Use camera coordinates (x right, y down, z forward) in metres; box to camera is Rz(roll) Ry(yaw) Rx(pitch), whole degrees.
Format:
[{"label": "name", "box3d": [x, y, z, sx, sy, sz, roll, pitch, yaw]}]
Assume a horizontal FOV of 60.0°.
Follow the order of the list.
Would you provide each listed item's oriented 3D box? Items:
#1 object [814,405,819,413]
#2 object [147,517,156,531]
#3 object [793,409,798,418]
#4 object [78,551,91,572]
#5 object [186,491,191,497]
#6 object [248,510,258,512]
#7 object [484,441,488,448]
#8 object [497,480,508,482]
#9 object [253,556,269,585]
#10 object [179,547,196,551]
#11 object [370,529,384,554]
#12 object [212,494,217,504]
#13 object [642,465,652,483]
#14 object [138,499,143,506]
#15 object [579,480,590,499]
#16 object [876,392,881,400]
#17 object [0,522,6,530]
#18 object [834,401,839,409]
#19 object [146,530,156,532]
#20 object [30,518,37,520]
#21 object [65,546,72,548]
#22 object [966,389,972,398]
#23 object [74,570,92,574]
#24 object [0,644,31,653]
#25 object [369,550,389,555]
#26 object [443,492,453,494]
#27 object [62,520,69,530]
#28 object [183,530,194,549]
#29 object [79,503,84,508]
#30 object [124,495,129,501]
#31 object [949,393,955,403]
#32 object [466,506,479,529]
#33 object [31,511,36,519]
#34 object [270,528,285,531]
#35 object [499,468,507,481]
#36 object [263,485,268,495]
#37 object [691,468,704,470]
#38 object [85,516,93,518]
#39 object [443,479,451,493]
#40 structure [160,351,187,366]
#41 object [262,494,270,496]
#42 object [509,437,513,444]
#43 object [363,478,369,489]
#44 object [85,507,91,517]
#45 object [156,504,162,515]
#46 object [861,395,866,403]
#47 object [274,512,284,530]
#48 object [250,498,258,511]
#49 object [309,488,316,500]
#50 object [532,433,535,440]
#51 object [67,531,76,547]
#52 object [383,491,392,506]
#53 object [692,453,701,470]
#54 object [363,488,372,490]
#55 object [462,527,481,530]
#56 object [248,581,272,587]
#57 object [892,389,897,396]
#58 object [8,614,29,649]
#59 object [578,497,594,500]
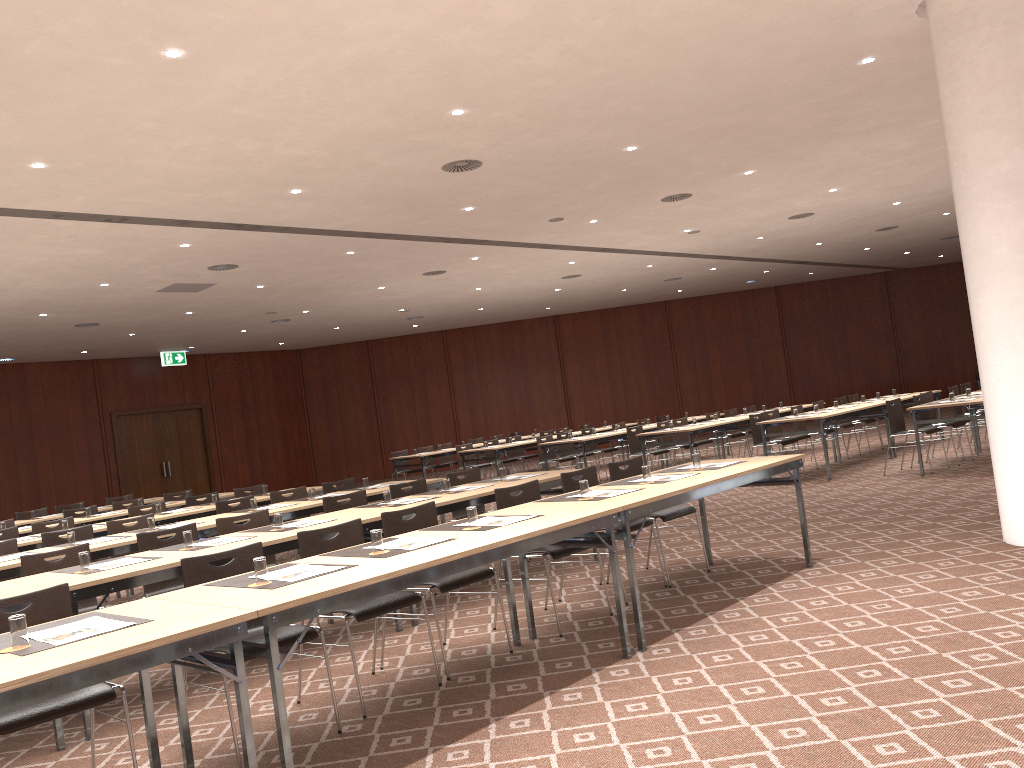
[{"label": "object", "box3d": [4.262, 0.351, 12.424, 0.054, 0.114, 0.054, -8, -1, 32]}, {"label": "object", "box3d": [-3.079, 1.195, 7.574, 0.054, 0.114, 0.054, -7, -1, -13]}, {"label": "object", "box3d": [3.826, 0.395, 11.951, 0.054, 0.114, 0.054, -8, -1, 32]}, {"label": "object", "box3d": [-2.526, 1.049, 5.241, 0.054, 0.114, 0.054, -7, -1, -13]}, {"label": "object", "box3d": [-4.370, 1.503, 11.975, 0.054, 0.114, 0.054, -8, -1, 10]}, {"label": "object", "box3d": [-2.411, 1.184, 8.268, 0.102, 0.001, 0.102, -9, -2, 32]}, {"label": "object", "box3d": [-0.469, 1.101, 16.085, 0.054, 0.114, 0.054, -8, -1, 32]}, {"label": "object", "box3d": [-0.083, 0.855, 7.814, 0.102, 0.001, 0.102, -9, -2, 32]}, {"label": "object", "box3d": [-1.096, 0.814, 3.872, 0.054, 0.114, 0.054, -8, -1, 10]}, {"label": "object", "box3d": [-2.092, 1.063, 5.714, 0.102, 0.001, 0.102, -9, -2, 32]}, {"label": "object", "box3d": [-0.660, 0.769, 4.338, 0.054, 0.114, 0.054, -8, -1, 10]}, {"label": "object", "box3d": [-3.394, 1.315, 10.125, 0.054, 0.114, 0.054, -7, -1, -13]}, {"label": "object", "box3d": [0.909, 0.608, 5.980, 0.054, 0.114, 0.054, -8, -1, 10]}, {"label": "object", "box3d": [-4.823, 1.550, 11.509, 0.054, 0.114, 0.054, -7, -1, -13]}, {"label": "object", "box3d": [0.451, 0.655, 5.510, 0.054, 0.114, 0.054, -8, -1, 10]}, {"label": "object", "box3d": [5.812, 0.191, 14.070, 0.054, 0.114, 0.054, -8, -1, 10]}, {"label": "object", "box3d": [-5.928, 1.664, 10.327, 0.054, 0.114, 0.054, -7, -1, -13]}, {"label": "object", "box3d": [4.711, 0.304, 12.892, 0.054, 0.114, 0.054, -8, -1, 32]}, {"label": "object", "box3d": [-3.069, 1.251, 7.563, 0.102, 0.001, 0.102, -9, -2, 32]}, {"label": "object", "box3d": [-6.692, 1.888, 12.397, 0.102, 0.001, 0.102, -6, -2, -35]}, {"label": "object", "box3d": [-3.520, 1.298, 7.094, 0.102, 0.001, 0.102, -9, -2, 32]}, {"label": "object", "box3d": [5.692, 0.116, 11.051, 0.054, 0.114, 0.054, -8, -1, 10]}, {"label": "object", "box3d": [-2.529, 1.107, 5.232, 0.102, 0.001, 0.102, -9, -2, 32]}, {"label": "object", "box3d": [-1.767, 0.941, 3.153, 0.102, 0.001, 0.102, -8, -2, 10]}, {"label": "object", "box3d": [-0.651, 0.826, 4.345, 0.102, 0.001, 0.102, -8, -2, 10]}, {"label": "object", "box3d": [-0.524, 0.901, 7.355, 0.102, 0.001, 0.102, -9, -2, 32]}, {"label": "object", "box3d": [-4.504, 1.429, 8.940, 0.054, 0.114, 0.054, -7, -1, -13]}, {"label": "object", "box3d": [-2.089, 1.005, 5.719, 0.054, 0.114, 0.054, -7, -1, -13]}, {"label": "object", "box3d": [-6.250, 1.785, 12.889, 0.054, 0.114, 0.054, -7, -1, -13]}, {"label": "object", "box3d": [-5.802, 1.739, 13.357, 0.054, 0.114, 0.054, -8, -1, 10]}, {"label": "object", "box3d": [5.246, 0.161, 10.571, 0.054, 0.114, 0.054, -8, -1, 10]}, {"label": "object", "box3d": [-0.214, 0.724, 4.815, 0.054, 0.114, 0.054, -8, -1, 10]}, {"label": "object", "box3d": [-6.699, 1.831, 12.407, 0.054, 0.114, 0.054, -7, -1, -13]}, {"label": "object", "box3d": [-1.636, 1.016, 6.184, 0.102, 0.001, 0.102, -9, -2, 32]}, {"label": "object", "box3d": [-0.081, 0.797, 7.826, 0.054, 0.114, 0.054, -8, -1, 10]}, {"label": "object", "box3d": [-2.946, 1.269, 10.596, 0.054, 0.114, 0.054, -8, -1, 10]}, {"label": "object", "box3d": [1.343, 0.621, 6.454, 0.102, 0.001, 0.102, -8, -2, 10]}, {"label": "object", "box3d": [-5.258, 1.652, 11.022, 0.102, 0.001, 0.102, -9, -2, 32]}, {"label": "object", "box3d": [-0.540, 0.845, 7.360, 0.054, 0.114, 0.054, -7, -1, -13]}, {"label": "structure", "box3d": [-8.318, -0.628, 21.797, 0.105, 0.346, 0.587, -9, -2, 44]}, {"label": "object", "box3d": [-2.933, 1.325, 10.587, 0.102, 0.001, 0.102, -9, -2, 32]}, {"label": "object", "box3d": [-0.023, 1.056, 16.575, 0.054, 0.114, 0.054, -8, -1, 32]}, {"label": "object", "box3d": [-1.520, 1.034, 9.220, 0.054, 0.114, 0.054, -8, -1, 10]}, {"label": "object", "box3d": [-5.269, 1.596, 11.025, 0.054, 0.114, 0.054, -7, -1, -13]}, {"label": "object", "box3d": [-3.838, 1.360, 9.637, 0.054, 0.114, 0.054, -7, -1, -13]}, {"label": "object", "box3d": [5.385, 0.235, 13.592, 0.054, 0.114, 0.054, -8, -1, 10]}, {"label": "object", "box3d": [-1.627, 0.957, 6.189, 0.054, 0.114, 0.054, -7, -1, -13]}, {"label": "object", "box3d": [-2.407, 1.125, 8.271, 0.054, 0.114, 0.054, -7, -1, -13]}, {"label": "object", "box3d": [-1.966, 1.080, 8.737, 0.054, 0.114, 0.054, -7, -1, -13]}, {"label": "object", "box3d": [0.418, 1.010, 17.035, 0.054, 0.114, 0.054, -8, -1, 32]}, {"label": "object", "box3d": [-3.527, 1.241, 7.100, 0.054, 0.114, 0.054, -7, -1, -13]}, {"label": "object", "box3d": [-0.968, 0.889, 6.893, 0.054, 0.114, 0.054, -7, -1, -13]}, {"label": "object", "box3d": [1.344, 0.563, 6.462, 0.054, 0.114, 0.054, -8, -1, 10]}, {"label": "object", "box3d": [-1.503, 1.090, 9.208, 0.102, 0.001, 0.102, -6, -2, -35]}, {"label": "object", "box3d": [-0.218, 0.782, 4.802, 0.102, 0.001, 0.102, -8, -2, 10]}, {"label": "object", "box3d": [-1.099, 0.872, 3.865, 0.102, 0.001, 0.102, -8, -2, 10]}, {"label": "object", "box3d": [6.270, 0.144, 14.543, 0.054, 0.114, 0.054, -8, -1, 10]}, {"label": "object", "box3d": [-1.762, 0.883, 3.168, 0.054, 0.114, 0.054, -7, -1, -13]}, {"label": "object", "box3d": [0.458, 0.712, 5.496, 0.102, 0.001, 0.102, -8, -2, 10]}]
